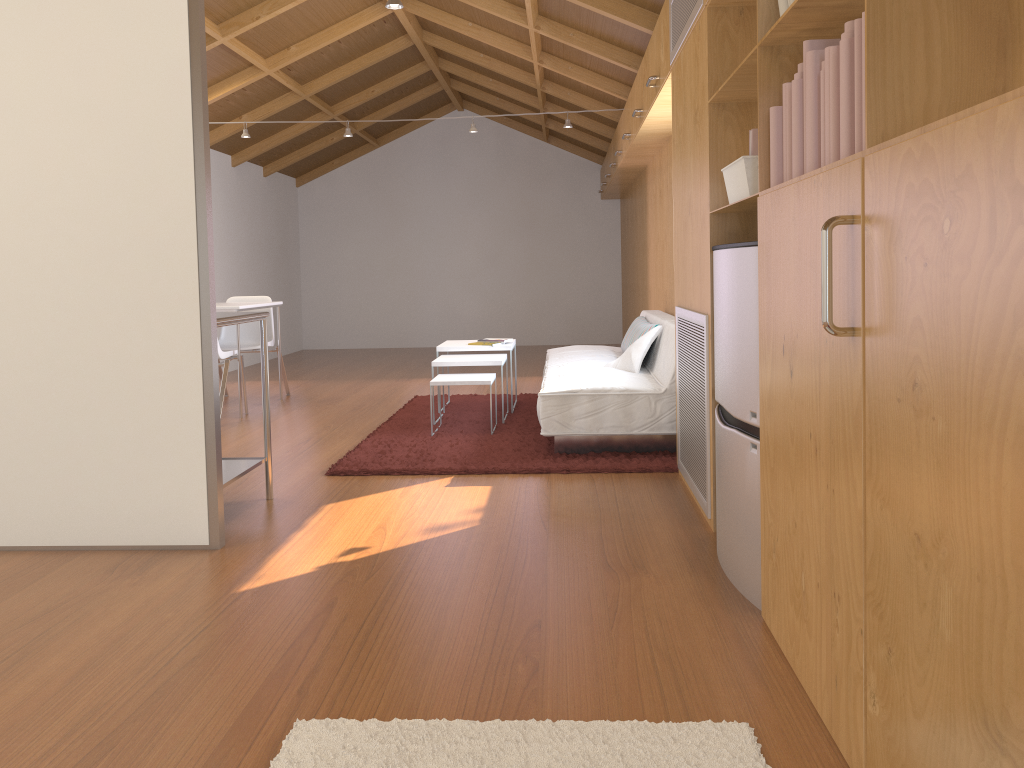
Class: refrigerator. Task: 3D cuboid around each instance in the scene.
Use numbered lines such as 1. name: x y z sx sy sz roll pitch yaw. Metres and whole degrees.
1. refrigerator: 0.758 0.073 2.660 0.261 0.983 0.717 -1 4 3

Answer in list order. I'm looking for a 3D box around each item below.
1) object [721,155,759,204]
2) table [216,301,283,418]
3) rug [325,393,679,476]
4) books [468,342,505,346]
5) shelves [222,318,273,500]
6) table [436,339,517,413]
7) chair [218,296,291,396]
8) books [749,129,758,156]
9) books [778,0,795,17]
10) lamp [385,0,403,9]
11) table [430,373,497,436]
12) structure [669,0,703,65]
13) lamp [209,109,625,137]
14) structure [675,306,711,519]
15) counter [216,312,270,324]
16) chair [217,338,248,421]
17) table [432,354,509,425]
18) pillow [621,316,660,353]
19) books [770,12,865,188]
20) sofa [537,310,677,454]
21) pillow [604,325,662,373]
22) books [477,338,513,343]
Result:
1. object: 0.757 -0.601 2.639 0.203 0.122 0.352 -1 7 3
2. table: -2.354 -0.190 6.297 1.209 0.739 0.904 -1 5 3
3. rug: 0.157 0.251 5.280 1.885 0.020 2.495 -1 7 3
4. books: -0.165 -0.262 5.790 0.193 0.016 0.153 3 8 33
5. shelves: -2.065 0.159 3.428 2.092 0.750 0.636 -1 5 3
6. table: -0.226 -0.059 5.957 0.485 0.436 0.527 -1 5 3
7. chair: -2.025 -0.265 6.667 0.531 0.782 0.549 -1 4 3
8. books: 0.752 -0.628 2.513 0.150 0.191 0.089 -1 3 3
9. books: 0.730 -0.995 2.096 0.175 0.295 0.281 -1 5 3
10. lamp: -1.237 -1.583 3.605 3.827 0.152 0.073 -1 4 3
11. table: -0.273 0.114 5.100 0.342 0.307 0.371 -1 5 3
12. structure: 0.679 -1.507 3.470 0.013 0.299 0.908 -1 7 3
13. lamp: -1.057 -1.987 6.788 3.827 0.152 0.073 -1 4 3
14. structure: 0.714 0.066 3.518 0.013 0.718 0.824 -1 5 3
15. counter: -2.074 -0.233 3.410 2.109 0.021 0.654 -1 7 3
16. chair: -2.077 -0.150 5.761 0.531 0.782 0.549 -1 4 3
17. table: -0.251 0.027 5.498 0.424 0.381 0.461 -1 5 3
18. pillow: 0.802 -0.281 5.609 0.171 0.250 1.048 -1 7 3
19. books: 0.646 -0.619 0.654 0.189 0.654 3.128 -1 7 3
20. sofa: 0.610 -0.081 5.349 0.862 0.625 2.369 -1 7 3
21. pillow: 0.689 -0.203 4.991 0.268 0.251 0.347 -5 6 -33
22. books: -0.110 -0.287 5.855 0.193 0.016 0.153 2 8 23
